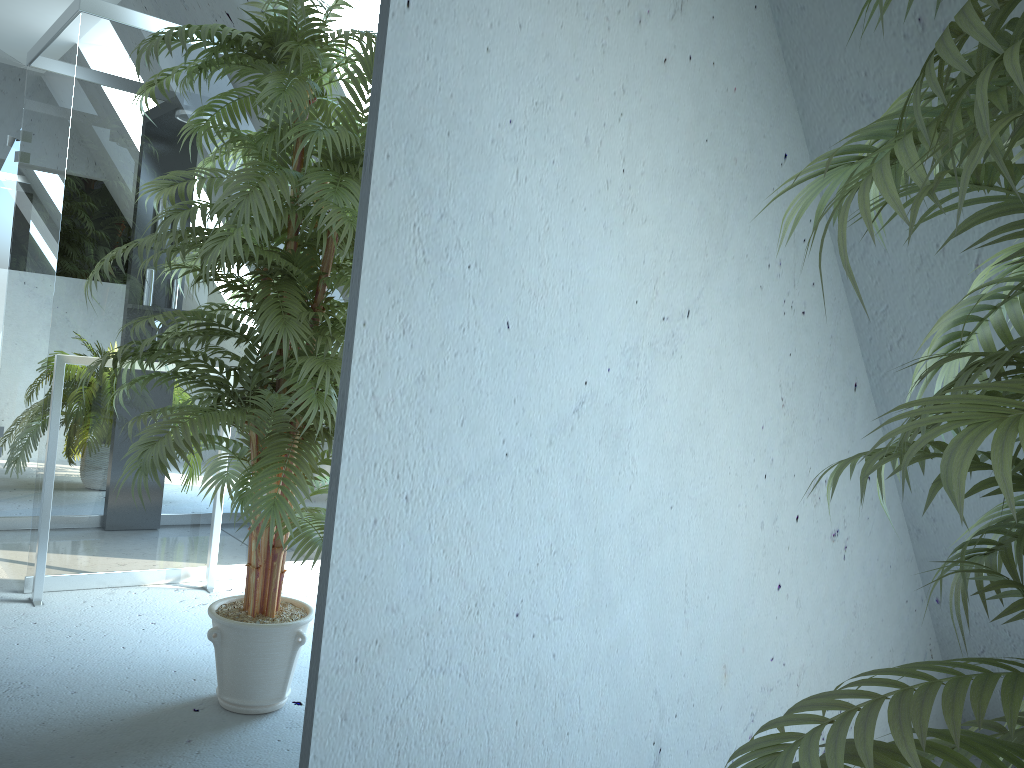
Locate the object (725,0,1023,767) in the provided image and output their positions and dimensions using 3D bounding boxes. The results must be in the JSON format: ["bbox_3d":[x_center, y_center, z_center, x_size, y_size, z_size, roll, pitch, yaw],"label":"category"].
[{"bbox_3d":[0.699,0.060,0.763,0.980,2.034,1.020,7,2,11],"label":"object"}]
